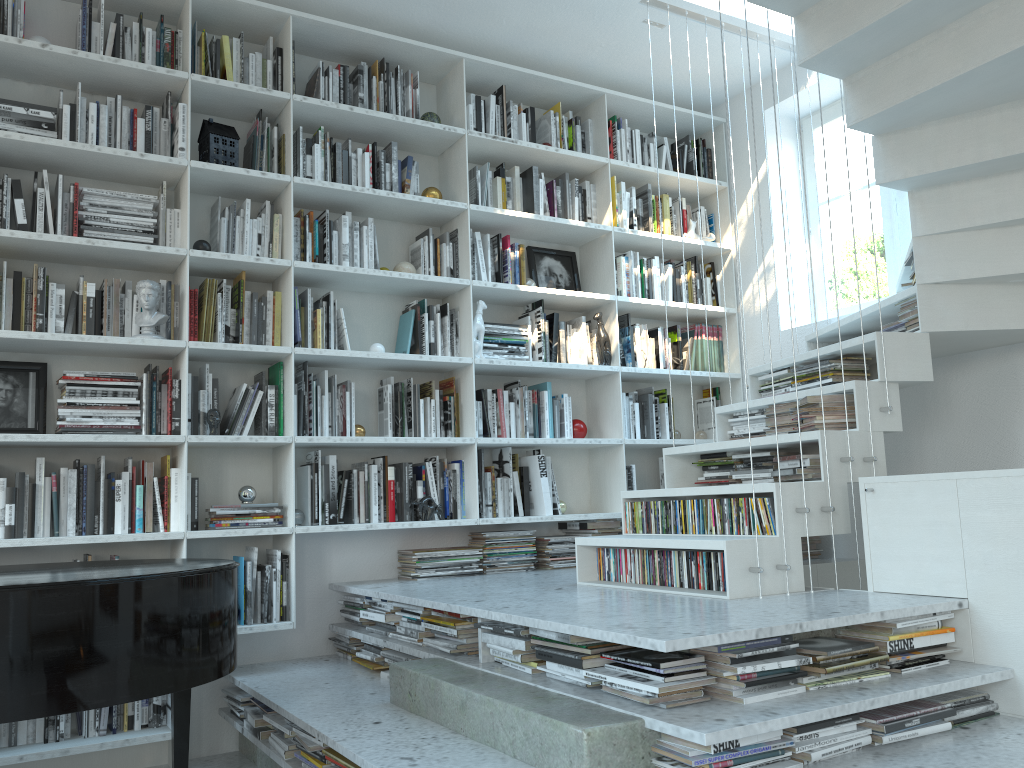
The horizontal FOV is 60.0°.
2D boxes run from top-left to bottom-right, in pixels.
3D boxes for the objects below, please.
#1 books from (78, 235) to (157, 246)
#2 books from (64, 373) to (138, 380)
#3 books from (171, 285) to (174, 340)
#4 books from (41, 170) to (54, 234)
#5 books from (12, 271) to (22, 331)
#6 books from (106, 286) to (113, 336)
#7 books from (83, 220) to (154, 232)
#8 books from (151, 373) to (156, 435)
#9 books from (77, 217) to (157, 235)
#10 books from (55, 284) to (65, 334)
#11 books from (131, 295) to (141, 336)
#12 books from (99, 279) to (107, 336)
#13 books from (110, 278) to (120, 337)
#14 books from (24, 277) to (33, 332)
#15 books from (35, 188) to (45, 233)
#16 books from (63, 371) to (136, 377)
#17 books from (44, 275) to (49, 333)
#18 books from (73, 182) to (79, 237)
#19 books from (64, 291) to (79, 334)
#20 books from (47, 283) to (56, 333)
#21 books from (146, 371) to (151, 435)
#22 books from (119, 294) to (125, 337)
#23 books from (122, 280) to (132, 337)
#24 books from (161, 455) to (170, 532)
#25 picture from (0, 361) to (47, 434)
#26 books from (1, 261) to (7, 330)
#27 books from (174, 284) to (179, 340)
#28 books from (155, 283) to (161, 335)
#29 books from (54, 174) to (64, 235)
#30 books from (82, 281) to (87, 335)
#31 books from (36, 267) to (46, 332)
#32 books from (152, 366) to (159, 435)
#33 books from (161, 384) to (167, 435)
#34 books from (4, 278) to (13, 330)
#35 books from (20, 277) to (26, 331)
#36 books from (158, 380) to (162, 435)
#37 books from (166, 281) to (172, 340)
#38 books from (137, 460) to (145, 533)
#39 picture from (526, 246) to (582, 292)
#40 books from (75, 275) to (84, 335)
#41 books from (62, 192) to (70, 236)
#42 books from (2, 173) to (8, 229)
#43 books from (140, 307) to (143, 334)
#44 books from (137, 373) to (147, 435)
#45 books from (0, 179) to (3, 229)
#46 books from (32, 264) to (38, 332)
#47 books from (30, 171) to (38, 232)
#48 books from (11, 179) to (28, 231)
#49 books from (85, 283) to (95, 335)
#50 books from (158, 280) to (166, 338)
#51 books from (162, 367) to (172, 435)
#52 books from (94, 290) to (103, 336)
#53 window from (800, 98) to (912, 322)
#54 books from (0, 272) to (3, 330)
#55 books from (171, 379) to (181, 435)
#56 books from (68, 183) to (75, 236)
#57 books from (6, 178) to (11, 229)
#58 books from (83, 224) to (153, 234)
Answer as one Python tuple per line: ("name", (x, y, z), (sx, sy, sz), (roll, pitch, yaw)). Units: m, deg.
("books", (-1.591, -0.553, 3.567), (0.285, 0.012, 0.159), (2, -9, -29))
("books", (-1.614, -0.018, 3.469), (0.254, 0.012, 0.161), (3, -9, -33))
("books", (-1.405, -0.267, 3.636), (0.014, 0.260, 0.137), (2, -8, -30))
("books", (-1.806, -0.665, 3.451), (0.049, 0.291, 0.162), (2, -8, -30))
("books", (-1.883, -0.286, 3.369), (0.028, 0.259, 0.134), (2, -8, -30))
("books", (-1.610, -0.260, 3.522), (0.025, 0.230, 0.143), (2, -8, -30))
("books", (-1.592, -0.614, 3.572), (0.254, 0.012, 0.161), (3, -9, -32))
("books", (-1.447, 0.096, 3.556), (0.013, 0.256, 0.163), (2, -8, -30))
("books", (-1.594, -0.625, 3.576), (0.285, 0.012, 0.159), (2, -9, -29))
("books", (-1.750, -0.261, 3.422), (0.030, 0.214, 0.169), (2, -9, -30))
("books", (-1.518, -0.244, 3.560), (0.035, 0.201, 0.149), (2, -9, -30))
("books", (-1.608, -0.273, 3.482), (0.012, 0.244, 0.186), (2, -9, -30))
("books", (-1.580, -0.276, 3.520), (0.025, 0.258, 0.151), (2, -8, -30))
("books", (-1.843, -0.275, 3.376), (0.025, 0.235, 0.137), (2, -8, -30))
("books", (-1.827, -0.630, 3.430), (0.024, 0.216, 0.148), (2, -8, -30))
("books", (-1.613, -0.030, 3.469), (0.254, 0.012, 0.161), (2, -9, -26))
("books", (-1.795, -0.279, 3.412), (0.011, 0.251, 0.130), (2, -8, -30))
("books", (-1.717, -0.642, 3.477), (0.013, 0.246, 0.177), (2, -8, -30))
("books", (-1.721, -0.250, 3.451), (0.050, 0.198, 0.146), (2, -9, -30))
("books", (-1.773, -0.263, 3.407), (0.024, 0.216, 0.175), (2, -9, -30))
("books", (-1.462, 0.091, 3.535), (0.011, 0.260, 0.184), (2, -8, -30))
("books", (-1.567, -0.247, 3.542), (0.022, 0.206, 0.114), (2, -8, -30))
("books", (-1.545, -0.273, 3.551), (0.024, 0.258, 0.127), (2, -8, -30))
("books", (-1.386, 0.439, 3.542), (0.011, 0.300, 0.149), (2, -8, -30))
("picture", (-1.922, 0.058, 3.339), (0.300, 0.299, 0.077), (2, -8, -30))
("books", (-1.906, -0.302, 3.324), (0.010, 0.280, 0.171), (2, -8, -30))
("books", (-1.393, -0.268, 3.652), (0.023, 0.264, 0.107), (2, -8, -30))
("books", (-1.452, -0.270, 3.601), (0.025, 0.259, 0.130), (2, -8, -30))
("books", (-1.768, -0.655, 3.455), (0.021, 0.268, 0.192), (2, -8, -30))
("books", (-1.677, -0.268, 3.464), (0.010, 0.233, 0.175), (2, -9, -30))
("books", (-1.799, -0.292, 3.380), (0.028, 0.267, 0.190), (2, -8, -30))
("books", (-1.437, 0.081, 3.563), (0.011, 0.287, 0.152), (2, -8, -30))
("books", (-1.414, 0.117, 3.577), (0.021, 0.217, 0.132), (2, -8, -30))
("books", (-1.902, -0.272, 3.349), (0.024, 0.228, 0.148), (2, -8, -30))
("books", (-1.855, -0.272, 3.360), (0.012, 0.227, 0.170), (2, -9, -30))
("books", (-1.430, 0.109, 3.571), (0.013, 0.232, 0.134), (2, -8, -30))
("books", (-1.411, -0.272, 3.619), (0.014, 0.265, 0.154), (2, -8, -30))
("books", (-1.468, 0.445, 3.504), (0.010, 0.283, 0.132), (2, -8, -30))
("picture", (0.227, -0.573, 4.692), (0.300, 0.299, 0.077), (2, -8, -30))
("books", (-1.690, -0.280, 3.463), (0.014, 0.258, 0.161), (2, -8, -30))
("books", (-1.756, -0.626, 3.476), (0.024, 0.216, 0.132), (2, -8, -30))
("books", (-1.930, -0.651, 3.371), (0.014, 0.250, 0.173), (2, -8, -30))
("books", (-1.502, -0.272, 3.584), (0.014, 0.263, 0.135), (2, -8, -30))
("books", (-1.473, 0.095, 3.531), (0.012, 0.253, 0.161), (2, -8, -30))
("books", (-1.944, -0.642, 3.367), (0.014, 0.233, 0.147), (2, -8, -30))
("books", (-1.824, -0.299, 3.383), (0.013, 0.283, 0.177), (2, -8, -30))
("books", (-1.852, -0.664, 3.429), (0.022, 0.285, 0.131), (2, -8, -30))
("books", (-1.883, -0.643, 3.392), (0.066, 0.236, 0.154), (2, -8, -30))
("books", (-1.655, -0.264, 3.463), (0.029, 0.223, 0.185), (2, -9, -30))
("books", (-1.436, -0.277, 3.624), (0.025, 0.278, 0.108), (2, -8, -30))
("books", (-1.393, 0.085, 3.574), (0.011, 0.279, 0.186), (2, -8, -30))
("books", (-1.630, -0.251, 3.478), (0.029, 0.200, 0.178), (2, -9, -30))
("window", (1.910, -0.955, 4.430), (0.042, 1.224, 1.119), (2, -9, -30))
("books", (-1.924, -0.282, 3.332), (0.010, 0.244, 0.149), (2, -8, -30))
("books", (-1.368, 0.109, 3.573), (0.034, 0.229, 0.199), (2, -9, -30))
("books", (-1.735, -0.640, 3.481), (0.015, 0.244, 0.183), (2, -9, -30))
("books", (-1.920, -0.645, 3.378), (0.011, 0.239, 0.147), (2, -8, -30))
("books", (-1.591, -0.602, 3.571), (0.254, 0.012, 0.161), (2, -9, -28))
